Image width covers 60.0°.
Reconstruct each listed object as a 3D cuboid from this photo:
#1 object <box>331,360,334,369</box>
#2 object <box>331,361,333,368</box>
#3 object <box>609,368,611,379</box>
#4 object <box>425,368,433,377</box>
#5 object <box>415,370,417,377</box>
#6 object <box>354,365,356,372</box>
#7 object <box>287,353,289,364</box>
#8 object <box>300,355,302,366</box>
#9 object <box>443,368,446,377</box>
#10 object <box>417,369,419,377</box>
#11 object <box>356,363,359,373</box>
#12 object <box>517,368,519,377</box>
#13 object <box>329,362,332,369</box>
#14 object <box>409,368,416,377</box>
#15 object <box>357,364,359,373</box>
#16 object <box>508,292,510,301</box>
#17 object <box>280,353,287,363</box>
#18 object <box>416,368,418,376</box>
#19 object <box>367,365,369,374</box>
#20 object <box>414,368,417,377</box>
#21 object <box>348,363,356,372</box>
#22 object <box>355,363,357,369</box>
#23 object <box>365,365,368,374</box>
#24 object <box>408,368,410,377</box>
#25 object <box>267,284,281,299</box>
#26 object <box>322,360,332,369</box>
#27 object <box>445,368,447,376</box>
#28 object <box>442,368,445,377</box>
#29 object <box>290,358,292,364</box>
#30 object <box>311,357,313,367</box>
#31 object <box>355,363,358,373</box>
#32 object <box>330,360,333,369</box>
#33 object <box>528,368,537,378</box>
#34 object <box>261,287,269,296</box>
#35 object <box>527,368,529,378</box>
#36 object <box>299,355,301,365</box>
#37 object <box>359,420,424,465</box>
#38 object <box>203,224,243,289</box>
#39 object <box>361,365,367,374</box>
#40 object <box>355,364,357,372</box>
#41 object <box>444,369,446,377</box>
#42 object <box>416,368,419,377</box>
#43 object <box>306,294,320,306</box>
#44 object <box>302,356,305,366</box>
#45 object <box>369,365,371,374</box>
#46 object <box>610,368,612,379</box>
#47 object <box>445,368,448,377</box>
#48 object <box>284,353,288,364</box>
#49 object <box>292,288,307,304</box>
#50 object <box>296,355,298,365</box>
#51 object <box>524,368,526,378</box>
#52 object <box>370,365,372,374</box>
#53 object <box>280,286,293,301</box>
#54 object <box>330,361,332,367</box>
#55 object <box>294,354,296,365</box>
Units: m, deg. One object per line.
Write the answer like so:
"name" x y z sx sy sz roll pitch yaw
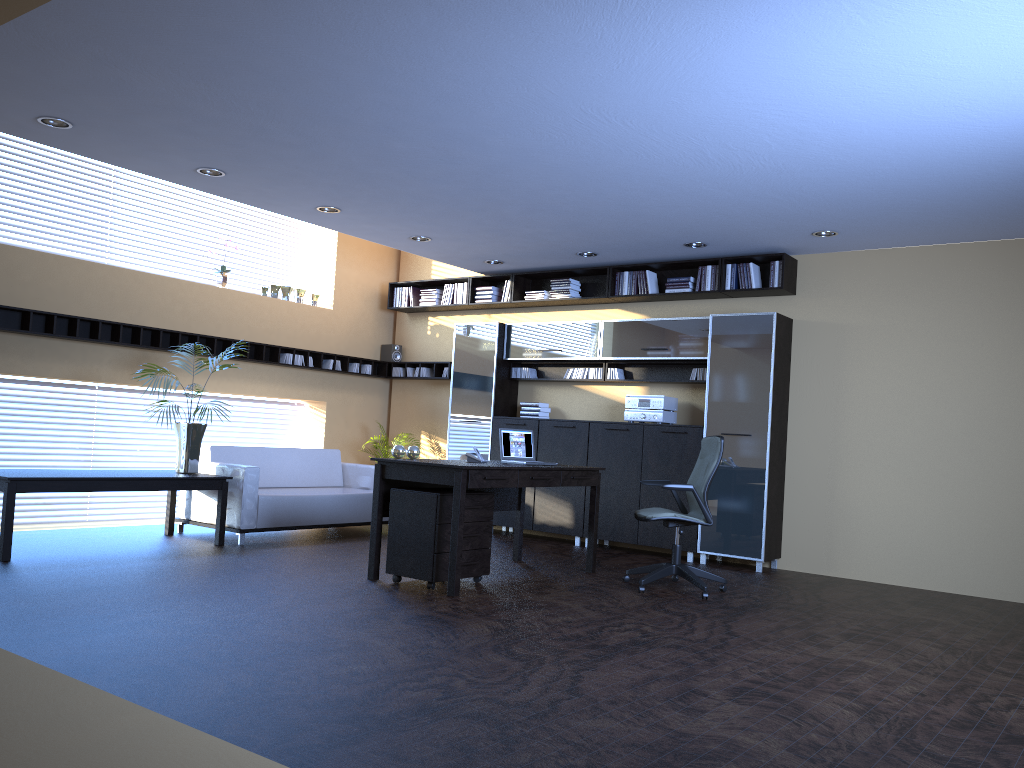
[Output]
"object" -2.227 -0.234 10.767 0.142 0.120 0.030 1 -3 36
"object" -2.232 -0.235 10.757 0.140 0.117 0.026 1 -3 36
"object" 1.088 -0.106 9.547 0.009 0.120 0.142 2 -3 37
"object" -1.039 -0.140 11.130 0.040 0.118 0.142 2 -3 37
"object" -1.162 -0.143 11.221 0.030 0.120 0.142 2 -3 37
"object" -2.006 -0.203 11.062 0.142 0.120 0.030 1 -3 36
"object" -2.627 -0.291 10.211 0.142 0.120 0.009 1 -3 37
"object" -2.514 -0.276 10.362 0.142 0.120 0.009 1 -3 36
"object" -0.787 -0.136 10.943 0.030 0.120 0.142 2 -3 37
"object" -1.137 -0.142 11.202 0.030 0.120 0.142 2 -3 37
"object" -1.981 -0.201 11.082 0.142 0.120 0.030 1 -3 36
"object" 0.111 -0.122 10.275 0.009 0.120 0.142 2 -3 37
"object" -2.244 -0.237 10.740 0.142 0.120 0.030 1 -3 36
"object" -1.252 -0.143 11.287 0.040 0.118 0.142 2 -3 37
"object" -1.972 -0.199 11.101 0.142 0.120 0.009 1 -3 37
"object" 0.043 -1.066 10.307 0.075 0.259 0.208 2 -3 36
"object" -2.649 -0.293 10.185 0.142 0.118 0.040 1 -3 36
"object" -1.154 -0.143 11.214 0.030 0.120 0.142 2 -3 37
"object" -1.874 -0.186 11.228 0.142 0.120 0.009 1 -3 36
"object" -1.174 -0.142 11.230 0.040 0.118 0.142 2 -3 37
"object" -2.013 -0.204 11.049 0.142 0.118 0.040 1 -3 36
"object" -1.997 -0.202 11.068 0.142 0.120 0.030 1 -3 36
"object" -1.885 -0.187 11.223 0.142 0.120 0.009 1 -3 36
"object" -1.264 -0.145 11.296 0.030 0.120 0.142 2 -3 37
"object" -2.769 -1.066 10.305 0.133 0.159 0.126 5 -3 -33
"object" -2.249 -0.237 10.726 0.142 0.118 0.040 1 -3 36
"object" -0.770 -0.136 10.930 0.030 0.120 0.142 2 -3 37
"object" -0.799 -0.136 10.952 0.040 0.118 0.142 2 -3 37
"object" -2.600 -0.287 10.255 0.142 0.120 0.009 1 -3 36
"object" -2.413 -0.260 10.505 0.142 0.118 0.040 1 -3 36
"object" -1.990 -0.201 11.076 0.142 0.120 0.030 1 -3 36
"object" -2.236 -0.236 10.748 0.142 0.120 0.030 1 -3 37
"object" 0.237 -0.118 10.181 0.040 0.118 0.142 2 -3 36
"object" -2.848 -1.054 10.199 0.090 0.113 0.094 4 -3 -18
"object" 0.223 -0.120 10.188 0.030 0.120 0.142 2 -3 37
"object" -2.522 -0.277 10.356 0.142 0.120 0.009 1 -3 36
"object" -1.484 1.054 10.923 0.841 1.239 0.689 4 -2 -20
"object" -3.153 -1.390 9.778 0.351 0.694 0.438 3 -2 16
"object" -1.895 -0.187 11.201 0.142 0.118 0.040 1 -3 36
"object" -1.995 -0.202 11.066 0.140 0.117 0.026 1 -3 36
"object" -0.779 -0.136 10.937 0.030 0.120 0.142 2 -3 37
"object" -1.146 -0.143 11.208 0.030 0.120 0.142 2 -3 37
"object" -2.422 -1.012 10.775 0.117 0.149 0.124 2 -3 37
"object" -2.491 -0.271 10.401 0.142 0.118 0.040 1 -3 37
"object" -1.848 -0.182 11.259 0.142 0.120 0.009 1 -3 36
"object" 1.099 -0.105 9.545 0.009 0.120 0.142 2 -3 37
"object" -0.762 -0.136 10.924 0.030 0.120 0.142 2 -3 37
"object" -2.633 -0.292 10.204 0.142 0.120 0.009 1 -3 37
"object" -2.556 -1.043 10.593 0.137 0.173 0.144 2 -3 27
"object" -2.544 -0.280 10.321 0.142 0.120 0.009 1 -3 36
"object" 0.185 -0.120 10.223 0.009 0.120 0.142 2 -3 36
"object" -1.841 -0.182 11.267 0.142 0.120 0.009 1 -3 37
"object" -2.665 -1.058 10.451 0.137 0.173 0.144 4 -2 -3
"object" -2.243 -0.237 10.739 0.140 0.117 0.026 1 -3 37
"object" -2.566 -0.283 10.299 0.142 0.120 0.009 1 -3 36
